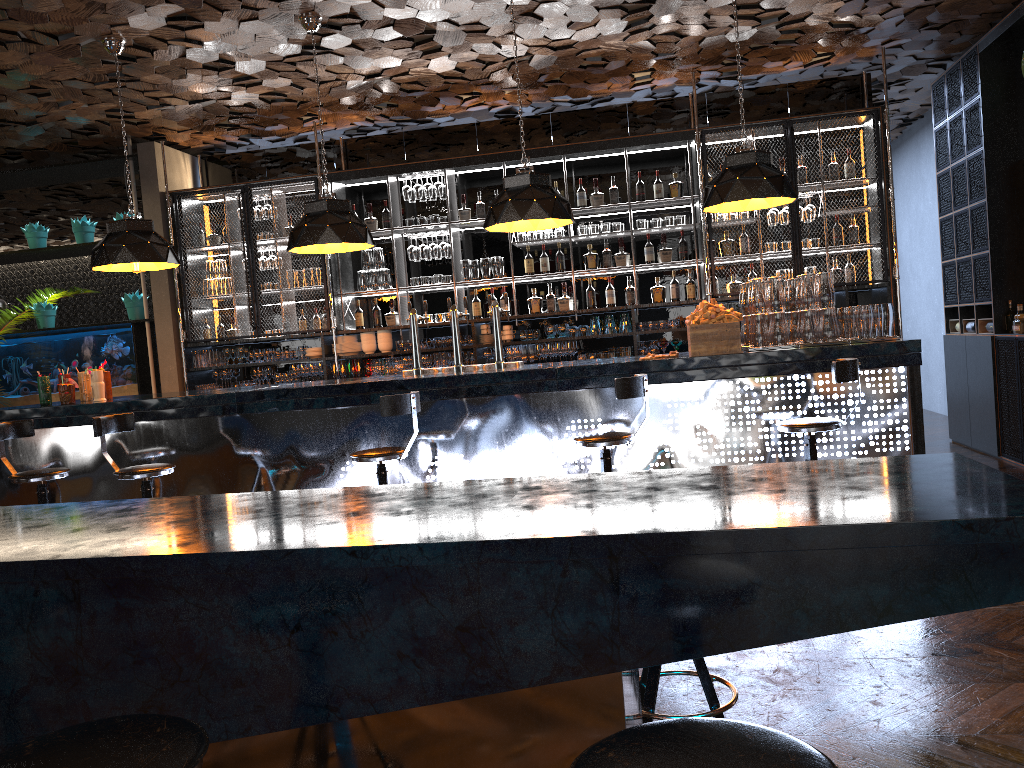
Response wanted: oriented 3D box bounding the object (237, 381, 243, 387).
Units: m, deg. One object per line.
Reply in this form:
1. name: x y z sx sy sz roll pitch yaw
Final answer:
1. object: -2.703 0.022 8.856 0.093 0.101 0.093 -6 3 -30

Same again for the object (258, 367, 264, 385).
1. object: -2.501 -0.055 8.790 0.088 0.229 0.077 -6 3 -31

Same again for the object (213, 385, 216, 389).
1. object: -3.001 0.055 8.960 0.034 0.080 0.034 -5 3 -8

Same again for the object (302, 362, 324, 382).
1. object: -1.949 -0.104 8.904 0.376 0.227 0.186 -4 3 8

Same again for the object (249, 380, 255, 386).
1. object: -2.602 0.015 8.841 0.093 0.101 0.093 -3 3 30

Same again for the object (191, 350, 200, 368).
1. object: -3.151 -0.247 8.817 0.067 0.174 0.067 -4 3 18

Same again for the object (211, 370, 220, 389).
1. object: -2.926 -0.019 8.788 0.091 0.227 0.091 -6 3 -28

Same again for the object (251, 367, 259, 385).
1. object: -2.517 -0.049 8.700 0.088 0.229 0.077 -4 3 23

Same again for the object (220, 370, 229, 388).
1. object: -2.835 -0.026 8.771 0.091 0.227 0.091 -3 3 32

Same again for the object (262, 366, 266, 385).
1. object: -2.491 -0.059 8.871 0.077 0.229 0.088 -3 3 25

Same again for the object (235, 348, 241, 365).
1. object: -2.702 -0.279 8.801 0.087 0.170 0.087 -6 3 -30

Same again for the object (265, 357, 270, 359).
1. object: -2.467 -0.287 8.951 0.081 0.132 0.081 -6 3 -18

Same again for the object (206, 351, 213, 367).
1. object: -2.992 -0.247 8.783 0.051 0.152 0.058 -4 3 15

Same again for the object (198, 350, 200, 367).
1. object: -3.136 -0.251 8.891 0.067 0.174 0.067 -7 3 -40

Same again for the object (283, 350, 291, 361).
1. object: -2.191 -0.277 8.635 0.078 0.099 0.078 -6 3 -23

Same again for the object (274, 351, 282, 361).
1. object: -2.288 -0.272 8.659 0.078 0.103 0.078 -7 3 -37

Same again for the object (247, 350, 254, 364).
1. object: -2.581 -0.269 8.771 0.081 0.132 0.081 -6 3 -18

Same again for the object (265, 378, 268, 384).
1. object: -2.475 -0.065 8.962 0.077 0.229 0.088 -5 3 -16

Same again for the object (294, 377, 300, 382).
1. object: -2.171 -0.046 8.915 0.074 0.146 0.065 -3 3 32

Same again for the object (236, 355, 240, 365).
1. object: -2.764 -0.282 8.971 0.087 0.170 0.087 -6 3 -30

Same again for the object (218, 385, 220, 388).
1. object: -2.990 0.051 9.045 0.034 0.080 0.034 -4 3 19

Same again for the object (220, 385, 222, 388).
1. object: -2.981 0.048 9.090 0.034 0.080 0.034 -4 3 19

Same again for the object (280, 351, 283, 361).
1. object: -2.297 -0.276 8.745 0.078 0.103 0.078 -7 3 -37

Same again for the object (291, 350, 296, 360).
1. object: -2.193 -0.286 8.821 0.078 0.099 0.078 -6 3 -23

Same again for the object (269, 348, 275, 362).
1. object: -2.378 -0.284 8.760 0.074 0.131 0.074 -4 3 22

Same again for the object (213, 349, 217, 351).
1. object: -3.039 -0.267 9.066 0.067 0.174 0.067 -7 4 -40

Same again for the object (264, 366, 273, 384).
1. object: -2.403 -0.062 8.769 0.088 0.229 0.077 -4 3 9

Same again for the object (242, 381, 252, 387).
1. object: -2.613 0.021 8.735 0.093 0.101 0.093 -6 3 -28

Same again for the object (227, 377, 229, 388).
1. object: -2.892 -0.033 9.028 0.091 0.227 0.091 -4 3 13

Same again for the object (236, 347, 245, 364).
1. object: -2.656 -0.279 8.702 0.087 0.170 0.087 -6 3 -30

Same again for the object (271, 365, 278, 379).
1. object: -2.379 -0.070 8.890 0.088 0.229 0.077 -4 3 11

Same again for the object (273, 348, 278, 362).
1. object: -2.365 -0.289 8.846 0.074 0.131 0.074 -4 3 22

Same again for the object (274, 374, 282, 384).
1. object: -2.303 -0.026 8.720 0.074 0.146 0.065 -5 3 -14

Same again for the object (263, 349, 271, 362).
1. object: -2.395 -0.279 8.675 0.074 0.131 0.074 -4 3 22

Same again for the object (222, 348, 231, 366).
1. object: -2.803 -0.268 8.738 0.087 0.170 0.087 -6 3 -30

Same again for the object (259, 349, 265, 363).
1. object: -2.492 -0.279 8.825 0.081 0.132 0.081 -6 3 -18

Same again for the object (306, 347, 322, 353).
1. object: -1.907 -0.325 8.658 0.209 0.060 0.211 -7 3 -36

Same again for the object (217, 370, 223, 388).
1. object: -2.907 -0.025 8.895 0.091 0.227 0.091 -7 4 -41

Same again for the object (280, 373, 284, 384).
1. object: -2.288 -0.032 8.823 0.065 0.146 0.074 -4 3 22

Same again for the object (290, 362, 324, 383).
1. object: -1.981 -0.092 8.711 0.376 0.227 0.186 -4 3 8

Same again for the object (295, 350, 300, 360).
1. object: -2.175 -0.291 8.903 0.078 0.099 0.078 -6 3 -23

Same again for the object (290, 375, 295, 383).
1. object: -2.191 -0.040 8.814 0.065 0.146 0.074 -3 3 33

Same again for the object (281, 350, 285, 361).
1. object: -2.284 -0.281 8.836 0.078 0.103 0.078 -7 3 -37

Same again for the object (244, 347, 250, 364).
1. object: -2.678 -0.288 8.944 0.087 0.170 0.087 -6 3 -30

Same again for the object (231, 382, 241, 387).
1. object: -2.720 0.029 8.753 0.093 0.101 0.093 -6 3 -22

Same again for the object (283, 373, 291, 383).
1. object: -2.208 -0.034 8.709 0.074 0.146 0.065 -5 3 4

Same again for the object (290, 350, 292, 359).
1. object: -2.209 -0.280 8.730 0.078 0.099 0.078 -6 3 -23

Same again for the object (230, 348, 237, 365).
1. object: -2.784 -0.275 8.854 0.087 0.170 0.087 -6 3 -30

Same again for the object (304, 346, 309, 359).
1. object: -2.065 -0.316 8.886 0.074 0.131 0.074 -4 3 22

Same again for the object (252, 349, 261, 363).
1. object: -2.508 -0.272 8.706 0.081 0.132 0.081 -6 3 -18

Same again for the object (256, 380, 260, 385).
1. object: -2.581 0.008 8.939 0.093 0.101 0.093 -4 3 24

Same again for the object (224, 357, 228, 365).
1. object: -2.944 -0.264 9.075 0.051 0.152 0.058 -6 3 -30

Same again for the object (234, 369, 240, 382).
1. object: -2.792 -0.039 8.987 0.091 0.227 0.091 -6 3 -27

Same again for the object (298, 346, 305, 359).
1. object: -2.065 -0.307 8.706 0.074 0.131 0.074 -4 3 22

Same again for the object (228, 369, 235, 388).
1. object: -2.815 -0.032 8.872 0.091 0.227 0.091 -6 3 -27

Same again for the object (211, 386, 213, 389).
1. object: -3.013 0.059 8.913 0.034 0.080 0.034 -4 3 18

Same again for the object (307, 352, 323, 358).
1. object: -1.905 -0.284 8.660 0.211 0.060 0.209 -6 3 -31
